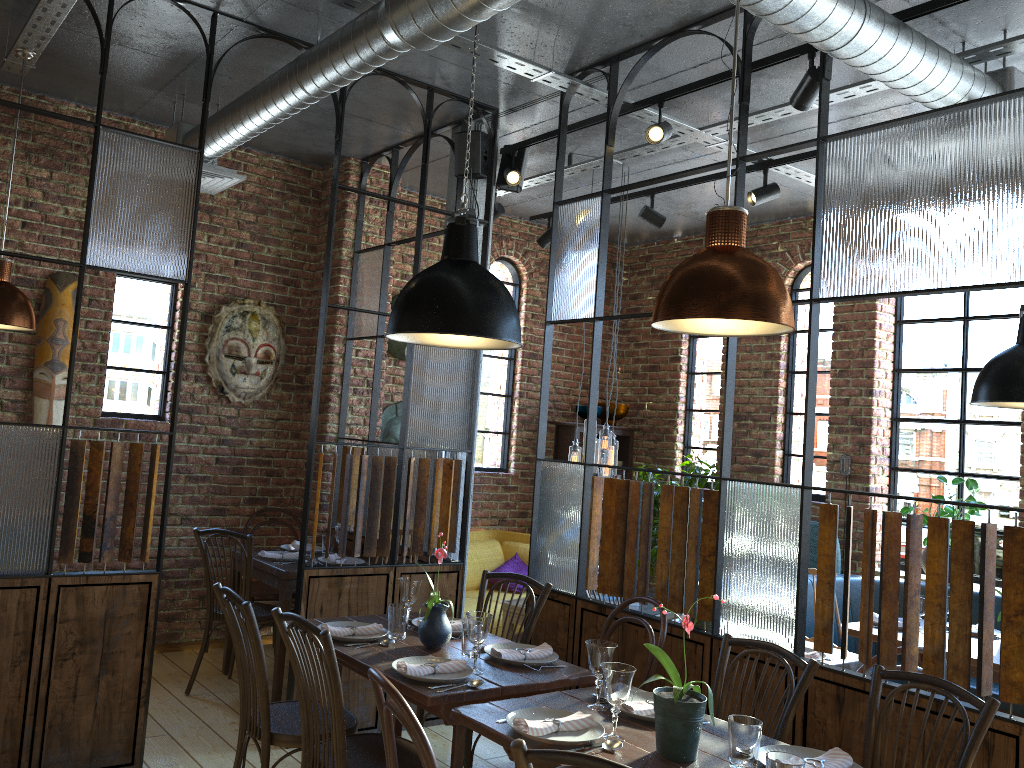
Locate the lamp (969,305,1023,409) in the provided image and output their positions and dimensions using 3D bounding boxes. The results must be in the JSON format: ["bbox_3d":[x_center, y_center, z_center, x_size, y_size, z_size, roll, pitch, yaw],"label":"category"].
[{"bbox_3d":[2.605,-0.549,4.386,0.514,1.328,0.544,6,-5,-20],"label":"lamp"}]

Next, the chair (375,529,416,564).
[{"bbox_3d":[-0.748,1.253,4.717,0.472,1.007,0.510,1,-5,39],"label":"chair"}]

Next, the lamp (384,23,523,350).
[{"bbox_3d":[-0.175,-0.819,3.395,0.511,1.328,0.547,6,-5,-25],"label":"lamp"}]

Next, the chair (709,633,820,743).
[{"bbox_3d":[0.608,1.276,2.719,0.499,0.916,0.422,7,-5,-32],"label":"chair"}]

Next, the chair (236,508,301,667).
[{"bbox_3d":[-1.534,1.285,5.653,0.428,0.922,0.561,5,-4,-16],"label":"chair"}]

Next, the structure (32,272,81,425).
[{"bbox_3d":[-2.669,-0.108,5.159,0.221,1.122,0.098,7,-5,-36],"label":"structure"}]

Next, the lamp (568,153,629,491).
[{"bbox_3d":[0.493,-0.379,5.646,0.494,2.122,0.293,5,-4,-11],"label":"lamp"}]

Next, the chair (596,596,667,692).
[{"bbox_3d":[0.293,1.293,3.412,0.533,0.922,0.450,6,-4,-20],"label":"chair"}]

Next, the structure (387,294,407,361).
[{"bbox_3d":[-0.742,-0.431,6.583,0.507,0.521,0.154,7,-5,-36],"label":"structure"}]

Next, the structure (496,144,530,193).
[{"bbox_3d":[0.004,-1.269,5.176,0.186,0.268,0.164,4,-4,3],"label":"structure"}]

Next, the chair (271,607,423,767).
[{"bbox_3d":[-0.509,1.199,2.855,0.497,0.916,0.423,7,-5,-37],"label":"chair"}]

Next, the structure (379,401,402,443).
[{"bbox_3d":[-0.836,0.444,6.489,0.351,0.640,0.108,7,-5,-35],"label":"structure"}]

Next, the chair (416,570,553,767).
[{"bbox_3d":[-0.149,1.275,3.685,0.424,0.916,0.497,1,-5,37],"label":"chair"}]

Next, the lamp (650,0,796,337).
[{"bbox_3d":[0.604,-0.813,2.400,0.382,1.336,0.354,2,-5,25],"label":"lamp"}]

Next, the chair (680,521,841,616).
[{"bbox_3d":[1.606,1.453,5.946,1.012,1.099,0.822,5,-4,-13],"label":"chair"}]

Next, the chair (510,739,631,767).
[{"bbox_3d":[0.236,1.199,1.890,0.422,0.916,0.500,2,-5,27],"label":"chair"}]

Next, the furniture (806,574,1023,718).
[{"bbox_3d":[2.704,1.582,4.382,1.303,0.823,2.730,7,-4,-38],"label":"furniture"}]

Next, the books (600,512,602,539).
[{"bbox_3d":[0.725,1.182,7.442,0.081,0.273,0.180,7,-5,-38],"label":"books"}]

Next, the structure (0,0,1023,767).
[{"bbox_3d":[-0.339,-0.058,1.764,6.119,3.331,5.749,2,-4,36],"label":"structure"}]

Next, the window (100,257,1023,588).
[{"bbox_3d":[1.999,-0.010,5.525,8.812,2.433,3.323,3,-4,20],"label":"window"}]

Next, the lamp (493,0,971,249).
[{"bbox_3d":[-0.120,-1.404,2.335,5.978,0.274,7.553,7,-4,-37],"label":"lamp"}]

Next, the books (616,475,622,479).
[{"bbox_3d":[0.856,0.903,7.548,0.076,0.258,0.186,7,-5,-38],"label":"books"}]

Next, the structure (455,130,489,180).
[{"bbox_3d":[-0.228,-1.297,5.008,0.172,0.268,0.177,2,-5,25],"label":"structure"}]

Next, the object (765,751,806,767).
[{"bbox_3d":[0.615,0.906,1.991,0.088,0.120,0.081,2,-5,29],"label":"object"}]

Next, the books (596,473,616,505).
[{"bbox_3d":[0.772,0.893,7.498,0.118,0.258,0.170,7,-5,-37],"label":"books"}]

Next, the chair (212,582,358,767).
[{"bbox_3d":[-0.815,1.194,3.170,0.499,0.916,0.422,7,-5,-32],"label":"chair"}]

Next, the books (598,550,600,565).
[{"bbox_3d":[0.629,1.322,7.365,0.560,0.575,0.199,7,-5,-38],"label":"books"}]

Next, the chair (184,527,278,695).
[{"bbox_3d":[-1.500,1.240,4.856,0.417,0.916,0.506,3,-4,17],"label":"chair"}]

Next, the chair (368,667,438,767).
[{"bbox_3d":[-0.125,1.191,2.227,0.533,0.922,0.450,6,-4,-20],"label":"chair"}]

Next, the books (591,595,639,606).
[{"bbox_3d":[0.661,1.392,5.666,0.268,0.028,0.163,5,-3,-12],"label":"books"}]

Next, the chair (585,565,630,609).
[{"bbox_3d":[0.573,1.356,4.133,0.386,0.916,0.546,8,-6,-43],"label":"chair"}]

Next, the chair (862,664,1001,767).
[{"bbox_3d":[1.000,1.288,2.421,0.499,0.916,0.422,7,-5,-32],"label":"chair"}]

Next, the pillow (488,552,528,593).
[{"bbox_3d":[-0.317,1.289,6.217,0.419,0.454,1.424,1,-5,40],"label":"pillow"}]

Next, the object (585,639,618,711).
[{"bbox_3d":[0.266,0.884,2.675,0.096,0.192,0.101,5,-4,-17],"label":"object"}]

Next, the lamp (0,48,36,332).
[{"bbox_3d":[-2.392,-0.936,4.196,0.386,1.336,0.350,0,-6,45],"label":"lamp"}]

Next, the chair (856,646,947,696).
[{"bbox_3d":[1.248,1.353,3.204,0.428,0.922,0.561,5,-4,-16],"label":"chair"}]

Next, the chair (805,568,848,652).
[{"bbox_3d":[1.312,1.371,4.068,0.556,1.007,0.433,2,-5,25],"label":"chair"}]

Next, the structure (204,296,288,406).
[{"bbox_3d":[-1.745,-0.217,5.844,0.562,0.728,0.133,7,-5,-37],"label":"structure"}]

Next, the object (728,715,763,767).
[{"bbox_3d":[0.593,0.920,2.253,0.086,0.120,0.082,3,-4,15],"label":"object"}]

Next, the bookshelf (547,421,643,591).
[{"bbox_3d":[0.647,1.176,7.374,0.779,1.670,0.331,7,-5,-36],"label":"bookshelf"}]
